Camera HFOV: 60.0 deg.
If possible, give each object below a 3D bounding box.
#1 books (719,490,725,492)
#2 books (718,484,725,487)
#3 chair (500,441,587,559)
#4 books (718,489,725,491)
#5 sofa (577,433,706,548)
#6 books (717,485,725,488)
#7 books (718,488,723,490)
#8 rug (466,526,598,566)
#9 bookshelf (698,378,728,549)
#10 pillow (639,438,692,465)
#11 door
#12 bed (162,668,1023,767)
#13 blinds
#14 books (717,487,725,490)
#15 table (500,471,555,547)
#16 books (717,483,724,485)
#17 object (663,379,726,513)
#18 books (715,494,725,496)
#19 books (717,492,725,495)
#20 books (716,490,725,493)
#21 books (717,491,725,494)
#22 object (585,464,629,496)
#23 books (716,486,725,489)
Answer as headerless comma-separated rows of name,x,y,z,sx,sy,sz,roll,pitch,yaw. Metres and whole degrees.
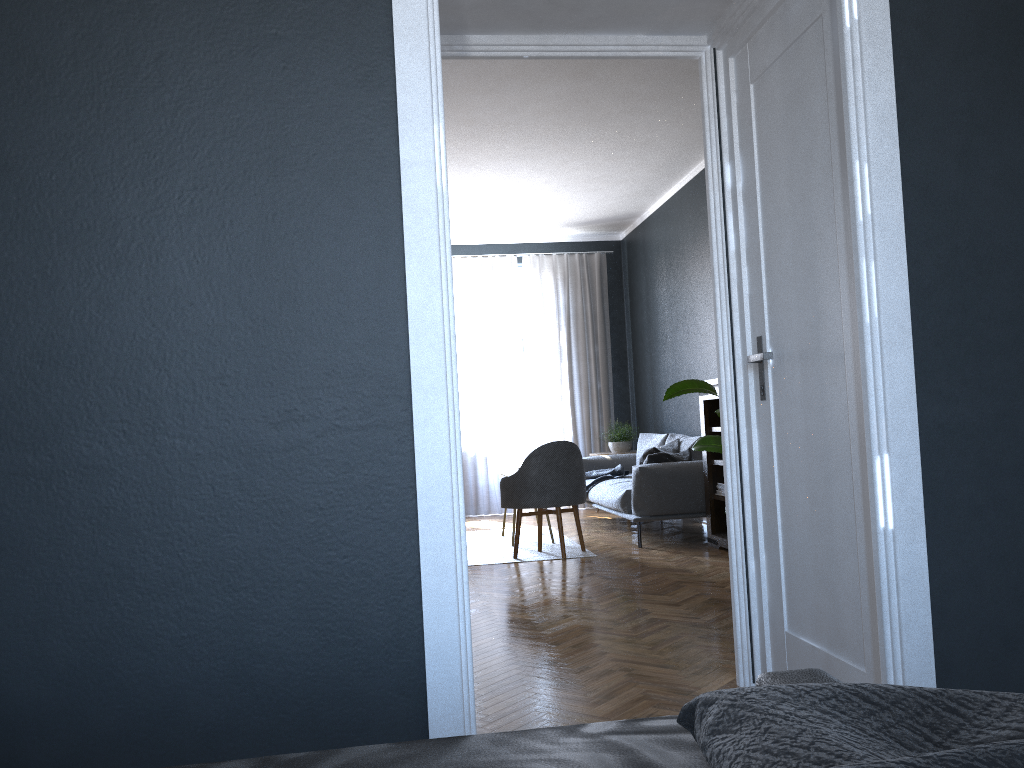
books,1.556,0.731,6.076,0.218,0.008,0.288,-3,-3,-1
books,1.557,0.692,6.069,0.218,0.008,0.305,-3,-3,-3
chair,0.273,0.807,6.282,0.645,0.811,0.495,-2,-2,-29
books,1.557,0.725,6.076,0.218,0.008,0.288,-3,-3,-1
sofa,1.166,0.827,7.545,0.970,0.797,2.342,-3,-3,-8
books,1.554,0.700,6.069,0.218,0.008,0.305,-3,-3,-4
books,1.558,0.719,6.068,0.218,0.006,0.305,-3,-3,-3
rug,-0.031,1.267,7.029,1.003,0.013,2.012,-3,-3,-7
bookshelf,1.663,0.514,5.472,0.451,1.171,1.920,-3,-3,-7
pillow,1.181,0.618,6.927,0.442,0.361,0.798,-4,-3,11
door,0.875,-0.094,2.600,0.162,2.185,0.857,-3,-2,-7
bed,-0.496,0.376,0.119,2.375,1.161,2.267,-3,-3,-7
blinds,-0.799,0.026,9.517,3.992,2.787,0.312,-3,-2,-7
books,1.554,0.714,6.071,0.218,0.008,0.288,-3,-3,-3
table,0.108,0.994,7.194,0.339,0.549,0.788,-3,-2,-7
books,1.556,0.684,6.068,0.218,0.013,0.305,-3,-3,-3
object,1.375,0.109,4.176,1.118,1.898,0.764,-3,-2,-13
books,1.553,0.759,6.074,0.218,0.008,0.305,-3,-3,-8
books,1.552,0.752,6.076,0.218,0.007,0.305,-3,-3,-3
books,1.551,0.736,6.076,0.218,0.013,0.305,-3,-3,-3
books,1.552,0.744,6.074,0.218,0.008,0.305,-3,-3,-3
object,0.791,0.897,8.077,0.490,0.329,0.667,-3,-3,-2
books,1.551,0.707,6.068,0.218,0.008,0.305,-3,-3,-4
